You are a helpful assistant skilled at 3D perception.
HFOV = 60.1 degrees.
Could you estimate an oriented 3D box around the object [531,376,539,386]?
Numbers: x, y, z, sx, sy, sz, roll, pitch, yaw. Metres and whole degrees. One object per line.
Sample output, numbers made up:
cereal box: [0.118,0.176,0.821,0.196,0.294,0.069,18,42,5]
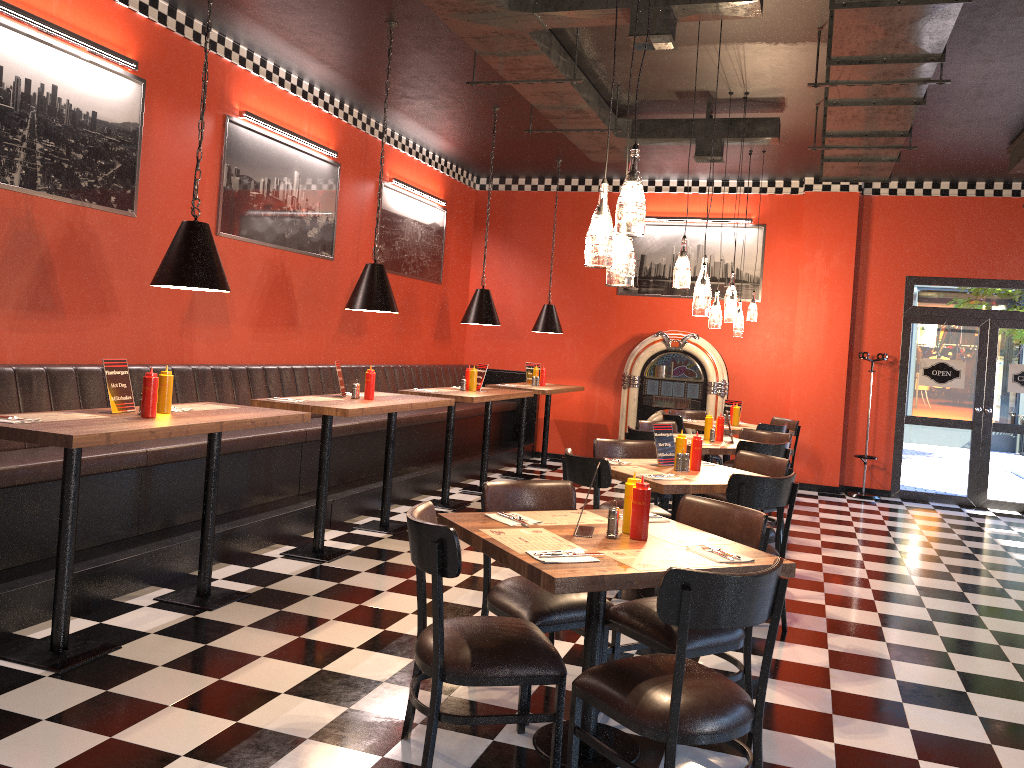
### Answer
object: [0.273,-0.046,10.252,0.093,0.136,0.047,4,0,-1]

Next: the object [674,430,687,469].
object: [1.034,0.399,5.427,0.068,0.238,0.068,4,0,24]

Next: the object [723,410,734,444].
object: [1.811,0.357,7.376,0.072,0.257,0.188,4,1,8]

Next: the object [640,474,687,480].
object: [0.860,0.518,4.973,0.255,0.019,0.158,3,3,-24]

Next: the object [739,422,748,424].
object: [2.433,0.418,9.657,0.255,0.019,0.158,2,3,-33]

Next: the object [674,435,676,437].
object: [1.289,0.433,7.537,0.157,0.019,0.255,2,3,-33]

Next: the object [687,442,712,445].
object: [1.489,0.469,7.043,0.255,0.019,0.158,3,3,-25]

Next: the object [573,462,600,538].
object: [0.283,0.431,3.345,0.072,0.257,0.188,4,1,8]

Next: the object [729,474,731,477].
object: [1.376,0.545,5.181,0.157,0.019,0.255,3,3,-27]

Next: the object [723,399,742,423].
object: [2.349,0.301,9.461,0.188,0.257,0.072,5,0,29]

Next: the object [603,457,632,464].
object: [0.644,0.479,5.504,0.157,0.019,0.255,3,3,-25]

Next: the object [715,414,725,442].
object: [1.743,0.360,7.422,0.068,0.238,0.068,4,0,24]

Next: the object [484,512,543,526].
object: [0.017,0.527,3.461,0.157,0.019,0.255,2,3,-32]

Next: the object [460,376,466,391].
object: [-0.450,-0.005,8.212,0.046,0.136,0.094,4,1,-17]

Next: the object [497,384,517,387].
object: [-0.040,0.015,9.700,0.255,0.019,0.157,5,3,15]

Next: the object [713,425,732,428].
object: [2.109,0.427,8.949,0.255,0.019,0.158,3,3,-23]

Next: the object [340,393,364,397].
object: [-1.132,0.078,6.575,0.255,0.019,0.157,5,3,15]

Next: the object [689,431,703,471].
object: [1.122,0.407,5.395,0.068,0.238,0.068,4,0,24]

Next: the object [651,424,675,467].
object: [0.954,0.380,5.525,0.188,0.257,0.072,3,1,-41]

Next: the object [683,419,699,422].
object: [1.902,0.388,9.484,0.157,0.019,0.255,3,3,-24]

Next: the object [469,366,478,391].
object: [-0.359,-0.052,8.244,0.068,0.238,0.068,4,0,8]

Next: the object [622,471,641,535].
object: [0.461,0.451,3.381,0.068,0.238,0.068,4,0,33]

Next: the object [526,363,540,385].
object: [0.252,-0.119,10.472,0.188,0.257,0.072,4,0,-21]

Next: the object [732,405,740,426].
object: [2.345,0.319,9.264,0.068,0.238,0.068,4,0,16]

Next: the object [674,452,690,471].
object: [1.026,0.456,5.324,0.093,0.136,0.047,4,0,-21]

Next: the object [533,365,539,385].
object: [0.277,-0.103,10.374,0.068,0.238,0.068,4,0,12]

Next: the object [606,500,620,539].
object: [0.378,0.501,3.297,0.047,0.136,0.093,4,1,8]

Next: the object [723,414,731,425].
object: [2.256,0.363,9.308,0.094,0.136,0.046,4,0,19]

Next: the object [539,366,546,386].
object: [0.362,-0.096,10.335,0.068,0.238,0.068,4,0,12]

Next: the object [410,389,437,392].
object: [-0.748,0.055,7.686,0.255,0.019,0.157,5,3,15]

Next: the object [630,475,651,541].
object: [0.478,0.456,3.289,0.068,0.238,0.068,4,0,-29]

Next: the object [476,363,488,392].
object: [-0.306,-0.063,8.345,0.072,0.257,0.188,4,1,-30]

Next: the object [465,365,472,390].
object: [-0.406,-0.059,8.325,0.068,0.238,0.068,4,0,13]

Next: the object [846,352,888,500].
object: [4.068,0.467,10.121,0.375,1.658,0.374,4,0,41]

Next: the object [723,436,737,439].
object: [1.826,0.461,7.756,0.255,0.019,0.158,3,3,-27]

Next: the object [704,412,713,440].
object: [1.655,0.352,7.454,0.068,0.238,0.068,4,0,24]

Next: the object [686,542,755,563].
object: [0.720,0.591,3.130,0.157,0.019,0.255,3,3,-23]

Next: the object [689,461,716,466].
object: [1.171,0.508,5.687,0.255,0.019,0.158,2,3,-34]

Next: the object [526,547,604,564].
object: [0.185,0.563,2.928,0.255,0.019,0.158,3,3,-23]

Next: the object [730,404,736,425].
object: [2.336,0.314,9.357,0.068,0.238,0.068,4,0,16]

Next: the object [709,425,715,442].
object: [1.665,0.409,7.356,0.047,0.136,0.093,4,1,8]

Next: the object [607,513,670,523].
object: [0.516,0.552,3.682,0.255,0.019,0.158,3,3,-26]

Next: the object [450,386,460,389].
object: [-0.458,0.037,8.559,0.255,0.019,0.157,5,3,15]
